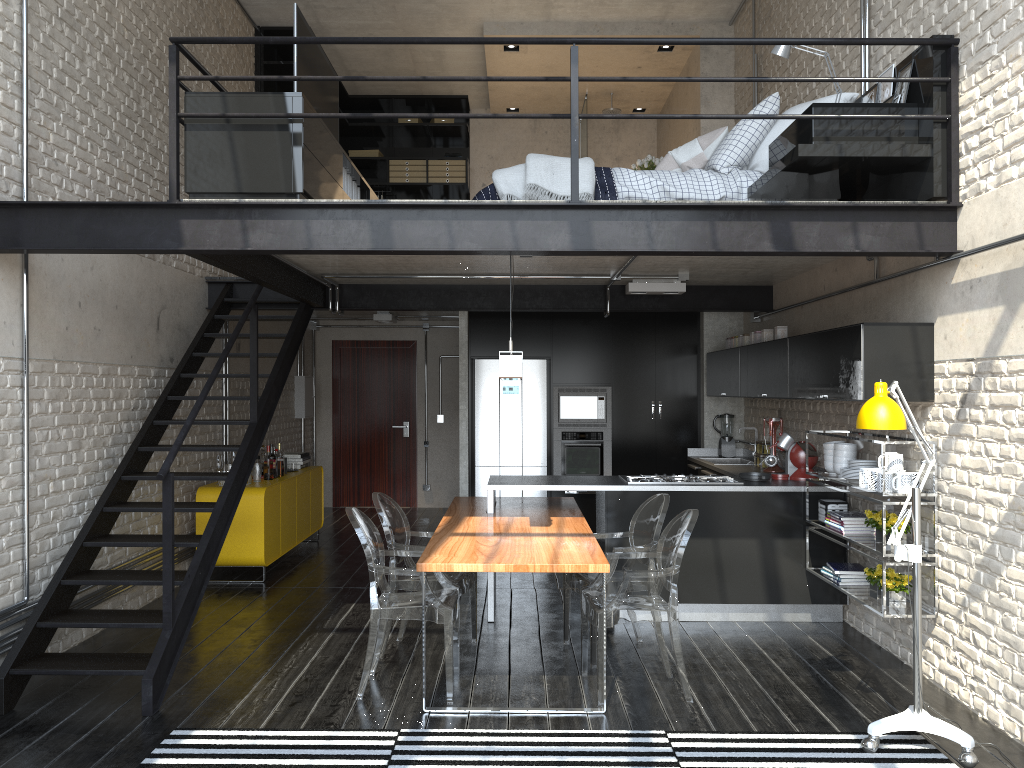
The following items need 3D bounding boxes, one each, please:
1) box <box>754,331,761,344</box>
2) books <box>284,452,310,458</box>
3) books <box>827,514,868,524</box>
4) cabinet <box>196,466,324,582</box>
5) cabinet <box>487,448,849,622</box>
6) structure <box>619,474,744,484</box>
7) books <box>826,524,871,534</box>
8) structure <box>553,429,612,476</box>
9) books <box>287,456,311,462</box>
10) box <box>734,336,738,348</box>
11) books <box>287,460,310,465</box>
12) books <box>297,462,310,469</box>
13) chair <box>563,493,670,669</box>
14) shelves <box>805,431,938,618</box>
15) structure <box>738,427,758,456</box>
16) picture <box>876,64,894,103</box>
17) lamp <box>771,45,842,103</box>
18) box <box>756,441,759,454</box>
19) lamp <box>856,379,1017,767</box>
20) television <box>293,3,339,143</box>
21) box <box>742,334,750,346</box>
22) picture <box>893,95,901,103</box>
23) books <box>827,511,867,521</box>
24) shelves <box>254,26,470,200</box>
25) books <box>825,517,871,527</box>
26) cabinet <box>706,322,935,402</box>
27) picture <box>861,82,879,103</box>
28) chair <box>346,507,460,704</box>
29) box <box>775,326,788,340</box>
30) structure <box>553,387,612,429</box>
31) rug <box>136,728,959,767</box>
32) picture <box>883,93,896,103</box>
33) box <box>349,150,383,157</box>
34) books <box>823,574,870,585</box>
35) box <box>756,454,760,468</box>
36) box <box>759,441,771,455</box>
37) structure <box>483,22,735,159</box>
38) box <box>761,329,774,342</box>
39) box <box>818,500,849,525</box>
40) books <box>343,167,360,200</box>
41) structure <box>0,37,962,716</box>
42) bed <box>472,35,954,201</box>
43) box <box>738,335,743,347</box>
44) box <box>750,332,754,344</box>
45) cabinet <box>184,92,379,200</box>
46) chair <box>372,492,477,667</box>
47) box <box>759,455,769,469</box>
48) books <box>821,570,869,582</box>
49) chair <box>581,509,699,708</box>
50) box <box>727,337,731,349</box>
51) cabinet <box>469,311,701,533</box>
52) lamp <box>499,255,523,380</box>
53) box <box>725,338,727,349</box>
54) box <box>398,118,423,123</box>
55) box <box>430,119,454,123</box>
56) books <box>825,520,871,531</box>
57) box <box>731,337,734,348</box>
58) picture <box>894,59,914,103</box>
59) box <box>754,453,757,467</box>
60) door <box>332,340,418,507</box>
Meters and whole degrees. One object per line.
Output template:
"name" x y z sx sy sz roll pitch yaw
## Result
"box" 2.000 -0.876 7.155 0.081 0.111 0.081 0 -1 0
"books" -2.216 0.114 8.940 0.259 0.038 0.326 0 3 2
"books" 2.112 0.437 5.474 0.211 0.021 0.294 0 4 1
"cabinet" -2.256 0.673 8.133 0.548 0.766 2.208 0 3 0
"cabinet" 1.053 0.596 7.277 2.431 1.001 2.756 0 3 0
"structure" 1.198 0.223 6.324 0.811 0.026 0.504 0 4 0
"books" 2.106 0.496 5.470 0.211 0.021 0.294 0 4 0
"structure" 0.708 0.093 9.027 0.581 0.558 0.485 0 -1 0
"books" -2.220 0.148 8.950 0.287 0.030 0.352 0 4 0
"box" 2.001 -0.917 7.806 0.081 0.111 0.081 0 -1 0
"books" -2.209 0.180 8.936 0.259 0.030 0.329 0 4 -2
"books" -2.218 0.216 8.945 0.259 0.044 0.352 0 3 2
"chair" 0.655 0.756 5.255 0.590 0.942 0.539 1 -2 -15
"shelves" 2.107 0.384 5.274 0.288 0.925 1.253 0 1 0
"structure" 2.155 -0.033 8.074 0.177 0.311 0.089 0 -4 0
"picture" 2.140 -1.993 5.196 0.033 0.314 0.226 0 -1 0
"lamp" 1.826 -2.196 5.555 0.170 0.689 0.481 3 -3 -34
"box" 2.111 -0.002 7.451 0.081 0.111 0.081 1 -2 -25
"lamp" 1.699 0.537 3.329 0.630 1.618 1.574 -1 0 13
"television" -1.347 -2.319 6.268 0.296 0.860 1.322 0 1 0
"box" 2.001 -0.899 7.522 0.081 0.111 0.081 0 -1 0
"picture" 2.102 -1.865 4.953 0.030 0.087 0.096 0 0 0
"books" 2.107 0.417 5.475 0.211 0.021 0.294 0 4 3
"shelves" -1.584 -2.996 10.669 2.124 2.791 2.678 0 0 0
"books" 2.106 0.456 5.473 0.211 0.021 0.294 0 4 -2
"cabinet" 2.073 -0.584 6.713 0.399 0.419 3.908 0 3 0
"picture" 2.126 -1.986 5.391 0.046 0.275 0.244 0 -1 0
"chair" -0.584 0.801 4.616 0.590 0.942 0.539 0 -2 0
"box" 2.004 -0.842 6.616 0.081 0.111 0.081 0 -1 0
"structure" 0.711 -0.397 9.080 0.581 0.420 0.449 0 0 0
"rug" 0.139 1.410 2.220 3.401 0.004 3.507 0 4 0
"picture" 2.099 -1.888 5.063 0.052 0.120 0.175 0 1 0
"box" -1.868 -3.730 11.809 0.401 0.125 0.264 0 2 5
"books" 2.090 0.812 5.482 0.201 0.023 0.279 0 4 0
"box" 2.101 0.109 7.409 0.081 0.111 0.081 0 -1 -5
"box" 2.111 0.003 7.366 0.081 0.111 0.081 0 -1 -5
"structure" 1.047 -2.931 10.610 2.593 2.952 2.794 0 0 0
"box" 2.002 -0.864 6.962 0.081 0.111 0.081 0 -1 0
"box" 2.093 0.415 5.737 0.150 0.150 0.150 0 0 0
"books" -1.186 -1.742 6.184 0.167 0.223 0.978 0 3 0
"structure" -0.086 -0.492 6.151 4.783 3.340 3.795 0 0 0
"bed" 0.926 -1.809 6.856 2.694 0.837 4.496 0 3 0
"box" 2.002 -0.908 7.669 0.081 0.111 0.081 0 -1 0
"box" 2.000 -0.884 7.291 0.081 0.111 0.081 0 -1 0
"cabinet" -1.350 -1.614 6.217 0.606 0.548 3.192 0 3 0
"chair" -0.551 0.761 5.259 0.590 0.942 0.539 0 -2 10
"box" 2.097 0.114 7.330 0.081 0.111 0.081 0 -1 10
"books" 2.085 0.791 5.483 0.201 0.023 0.279 -1 4 -5
"chair" 0.680 0.798 4.585 0.590 0.942 0.539 0 -2 -5
"box" 1.995 -0.932 8.049 0.081 0.111 0.081 0 -1 0
"cabinet" 0.737 -0.247 9.103 2.319 2.480 0.551 0 -4 1
"lamp" 0.003 -0.827 5.184 0.125 0.889 1.091 0 1 0
"box" 2.007 -0.937 8.143 0.081 0.111 0.081 0 -1 0
"box" -1.275 -4.163 11.837 0.263 0.125 0.402 0 3 5
"box" -0.879 -4.164 11.836 0.263 0.125 0.402 -1 3 -15
"books" 2.099 0.476 5.471 0.211 0.021 0.294 0 4 0
"box" 1.999 -0.922 7.902 0.081 0.111 0.081 0 -1 0
"picture" 2.128 -1.944 4.925 0.055 0.249 0.175 0 -2 0
"box" 2.098 0.104 7.495 0.081 0.111 0.081 0 -1 5
"door" -1.821 -0.281 11.878 1.133 2.221 0.194 0 -4 0
